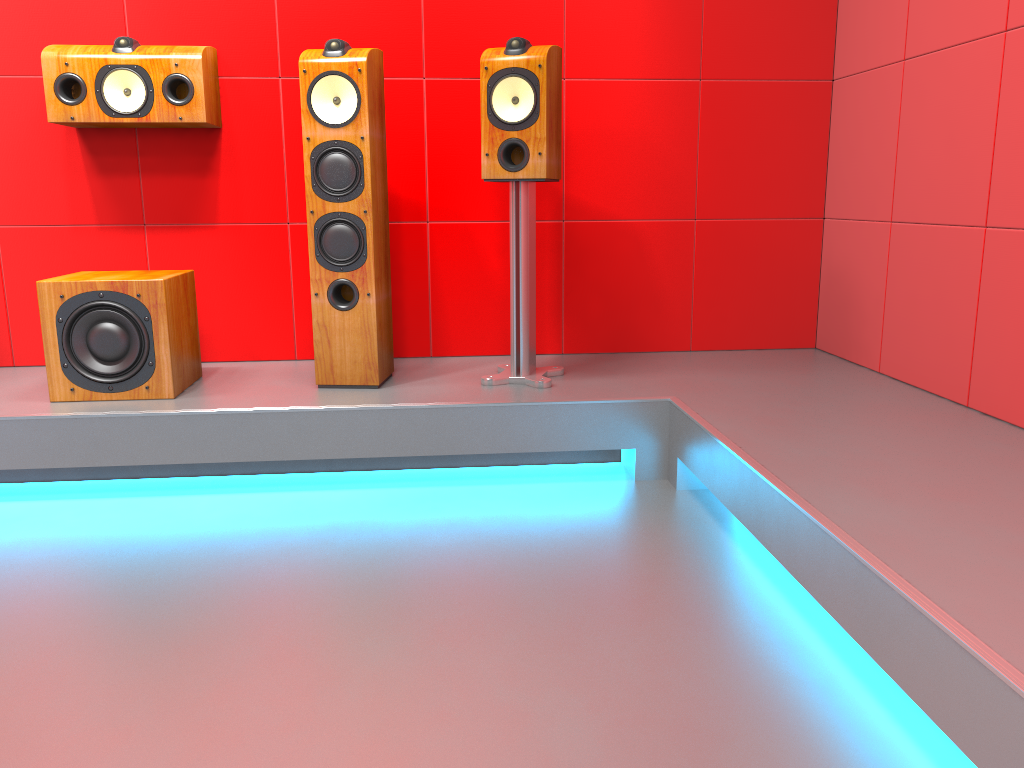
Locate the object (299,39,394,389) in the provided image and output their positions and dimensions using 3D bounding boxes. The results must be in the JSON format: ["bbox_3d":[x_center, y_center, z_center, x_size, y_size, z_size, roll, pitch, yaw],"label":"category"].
[{"bbox_3d":[-0.514,-0.522,2.797,0.203,1.052,0.238,1,12,5],"label":"object"}]

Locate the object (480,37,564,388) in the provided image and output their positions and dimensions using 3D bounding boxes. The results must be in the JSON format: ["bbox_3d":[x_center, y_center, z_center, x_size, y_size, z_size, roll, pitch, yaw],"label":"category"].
[{"bbox_3d":[0.035,-0.534,2.825,0.231,1.058,0.265,3,12,14],"label":"object"}]

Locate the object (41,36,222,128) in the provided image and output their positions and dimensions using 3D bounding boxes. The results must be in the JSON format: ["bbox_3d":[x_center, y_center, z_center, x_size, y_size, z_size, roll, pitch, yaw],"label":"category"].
[{"bbox_3d":[-1.247,-0.996,2.933,0.493,0.271,0.235,-1,12,-5],"label":"object"}]

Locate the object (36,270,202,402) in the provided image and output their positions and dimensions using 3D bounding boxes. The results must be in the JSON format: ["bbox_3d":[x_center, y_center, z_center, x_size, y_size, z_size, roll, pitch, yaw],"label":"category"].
[{"bbox_3d":[-1.212,-0.160,2.780,0.360,0.360,0.360,-1,12,-5],"label":"object"}]
